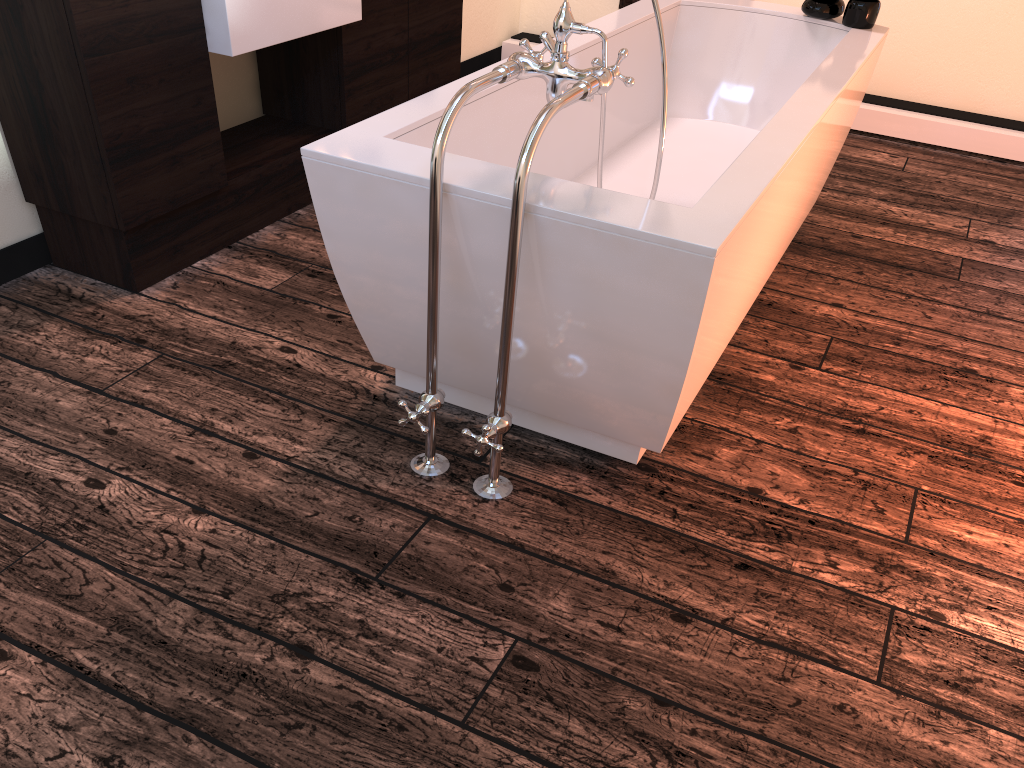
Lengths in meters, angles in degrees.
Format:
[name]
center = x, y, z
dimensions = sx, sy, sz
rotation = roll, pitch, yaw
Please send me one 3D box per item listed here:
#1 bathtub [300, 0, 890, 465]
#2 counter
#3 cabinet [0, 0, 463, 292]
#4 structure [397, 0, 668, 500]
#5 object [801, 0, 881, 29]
[bathtub]
center = 0.426, -0.644, 2.530
dimensions = 0.795, 0.707, 2.182
rotation = 20, 39, 18
[counter]
center = -0.709, -1.420, 2.715
dimensions = 0.440, 0.302, 1.827
rotation = 20, 39, 18
[cabinet]
center = -0.758, -1.167, 2.927
dimensions = 0.384, 0.941, 1.827
rotation = 20, 40, 18
[structure]
center = -0.001, -0.317, 1.734
dimensions = 0.381, 1.142, 0.548
rotation = 30, 44, 29
[object]
center = 1.077, -1.423, 2.858
dimensions = 0.155, 0.233, 0.272
rotation = -20, 44, -29
